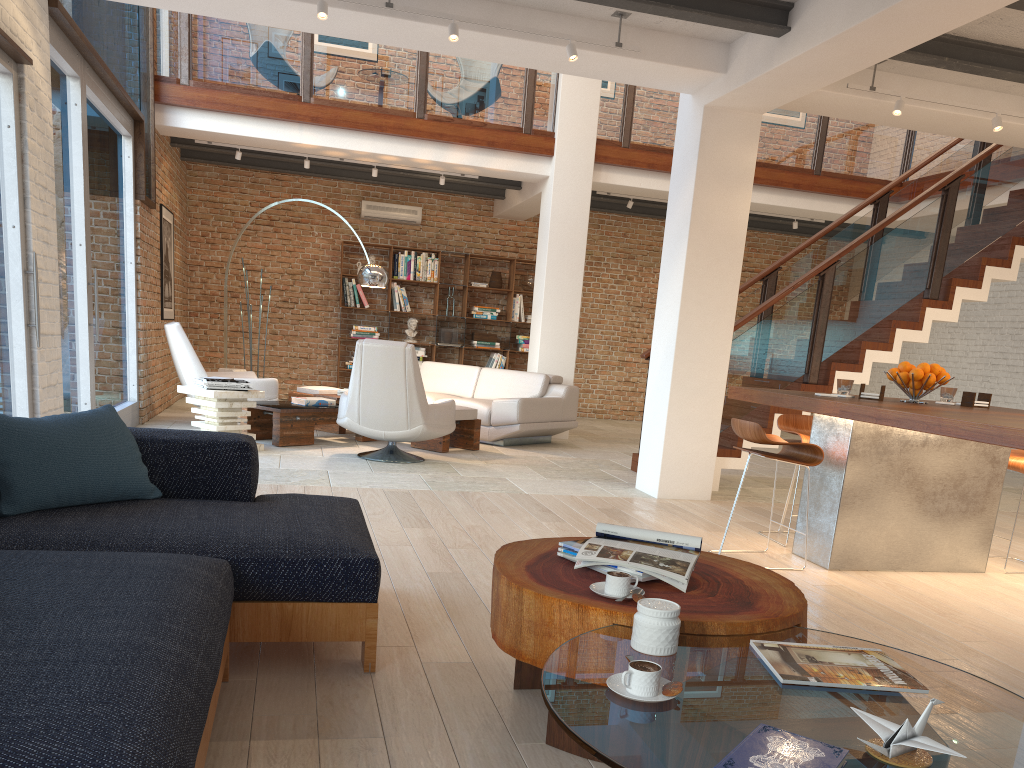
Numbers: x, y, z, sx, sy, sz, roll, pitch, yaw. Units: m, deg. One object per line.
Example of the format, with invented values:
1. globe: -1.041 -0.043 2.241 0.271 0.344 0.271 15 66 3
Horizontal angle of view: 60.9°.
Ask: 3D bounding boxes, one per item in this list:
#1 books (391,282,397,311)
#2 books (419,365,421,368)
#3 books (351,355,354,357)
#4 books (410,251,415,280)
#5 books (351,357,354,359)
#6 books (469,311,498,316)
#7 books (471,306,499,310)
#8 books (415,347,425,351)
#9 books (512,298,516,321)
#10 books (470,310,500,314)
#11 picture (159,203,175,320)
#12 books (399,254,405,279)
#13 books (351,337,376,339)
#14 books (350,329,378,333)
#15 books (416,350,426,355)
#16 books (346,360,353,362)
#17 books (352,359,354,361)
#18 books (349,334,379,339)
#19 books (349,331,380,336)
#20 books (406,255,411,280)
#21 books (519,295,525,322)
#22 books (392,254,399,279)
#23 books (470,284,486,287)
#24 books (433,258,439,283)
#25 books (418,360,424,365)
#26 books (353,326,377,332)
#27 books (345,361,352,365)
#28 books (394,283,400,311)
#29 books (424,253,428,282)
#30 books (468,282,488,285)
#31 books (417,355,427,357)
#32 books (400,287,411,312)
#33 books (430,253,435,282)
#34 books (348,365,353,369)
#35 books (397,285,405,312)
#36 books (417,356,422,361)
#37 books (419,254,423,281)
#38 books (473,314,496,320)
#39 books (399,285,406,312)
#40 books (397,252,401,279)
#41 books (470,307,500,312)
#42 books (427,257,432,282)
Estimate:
1. books: -1.650 -1.207 12.092 0.101 0.395 0.236 1 11 -14
2. books: -1.454 -0.252 12.360 0.363 0.057 0.275 4 3 -12
3. books: -2.114 -0.388 12.170 0.252 0.017 0.158 4 3 -14
4. books: -1.387 -1.622 12.028 0.036 0.395 0.236 1 11 -14
5. books: -2.129 -0.363 12.193 0.237 0.019 0.166 4 3 -21
6. books: -0.409 -1.001 12.423 0.380 0.037 0.237 4 3 -14
7. books: -0.389 -1.085 12.409 0.356 0.021 0.264 4 3 -16
8. books: -1.429 -0.506 12.303 0.380 0.037 0.237 4 3 -14
9. books: -0.005 -1.066 12.494 0.056 0.339 0.246 1 10 -14
10. books: -0.390 -1.027 12.411 0.380 0.019 0.237 4 3 -21
11. picture: -3.820 -1.316 9.666 0.027 1.231 0.883 1 10 -14
12. books: -1.527 -1.604 12.002 0.056 0.339 0.246 1 10 -14
13. books: -2.057 -0.637 12.117 0.356 0.021 0.264 4 3 -14
14. books: -2.052 -0.732 12.102 0.356 0.021 0.264 4 3 -16
15. books: -1.430 -0.455 12.320 0.380 0.066 0.237 4 4 -20
16. books: -2.119 -0.308 12.178 0.380 0.019 0.237 4 3 -21
17. books: -2.124 -0.336 12.194 0.206 0.035 0.129 4 4 -14
18. books: -2.063 -0.666 12.102 0.380 0.037 0.237 4 3 -19
19. books: -2.047 -0.701 12.090 0.380 0.037 0.237 4 3 -20
20. books: -1.440 -1.599 12.042 0.056 0.339 0.246 1 10 -14
21. books: 0.119 -1.086 12.541 0.101 0.395 0.236 1 11 -14
22. books: -1.606 -1.610 12.000 0.056 0.339 0.246 1 10 -14
23. books: -0.475 -1.379 12.253 0.206 0.035 0.129 4 4 -14
24. books: -1.075 -1.574 12.141 0.056 0.339 0.246 1 10 -14
25. books: -1.434 -0.311 12.334 0.380 0.066 0.238 3 4 -27
26. books: -2.040 -0.769 12.093 0.327 0.057 0.248 4 3 -12
27. books: -2.139 -0.282 12.190 0.380 0.037 0.237 4 3 -14
28. books: -1.608 -1.202 12.080 0.104 0.395 0.236 1 11 -14
29. books: -1.207 -1.610 12.084 0.036 0.395 0.236 1 11 -14
30. books: -0.480 -1.407 12.253 0.237 0.019 0.166 4 3 -21
31. books: -1.437 -0.411 12.310 0.445 0.021 0.264 4 3 -14
32. books: -1.492 -1.169 12.120 0.158 0.339 0.246 2 10 -14
33. books: -1.116 -1.604 12.107 0.036 0.395 0.236 1 11 -14
34. books: -2.121 -0.233 12.198 0.327 0.057 0.248 4 3 -4
35. books: -1.560 -1.183 12.106 0.125 0.359 0.263 2 10 -14
36. books: -1.453 -0.373 12.303 0.327 0.057 0.248 4 4 -19
37. books: -1.272 -1.601 12.071 0.021 0.370 0.263 1 10 -14
38. books: -0.391 -0.953 12.430 0.327 0.057 0.248 4 3 -4
39. books: -1.541 -1.182 12.120 0.125 0.359 0.263 2 10 -14
40. books: -1.567 -1.622 12.005 0.021 0.370 0.263 1 10 -14
41. books: -0.384 -1.054 12.397 0.380 0.037 0.237 4 3 -20
42. books: -1.163 -1.579 12.097 0.056 0.339 0.246 1 10 -14
